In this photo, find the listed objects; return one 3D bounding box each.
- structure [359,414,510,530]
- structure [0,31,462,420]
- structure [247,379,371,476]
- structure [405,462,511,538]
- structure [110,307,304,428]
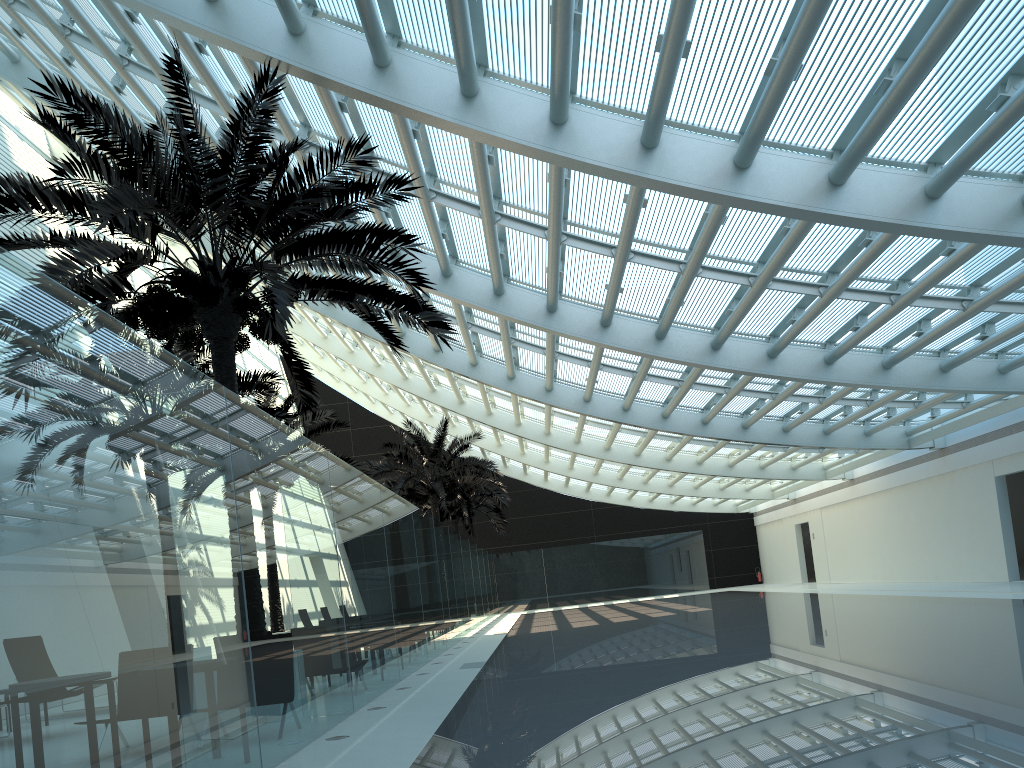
[{"bbox_3d":[-2.488,4.554,28.571,4.815,6.869,4.545,-6,-6,-5],"label":"structure"},{"bbox_3d":[-3.148,0.108,9.314,4.866,6.869,4.497,-9,-6,20],"label":"structure"},{"bbox_3d":[-6.075,3.294,21.198,4.359,6.746,4.654,-11,-7,34],"label":"structure"},{"bbox_3d":[-2.178,6.443,36.763,4.437,6.867,4.934,-4,-7,-20],"label":"structure"},{"bbox_3d":[-6.076,1.906,15.154,4.621,6.687,4.388,-4,-6,-20],"label":"structure"}]
